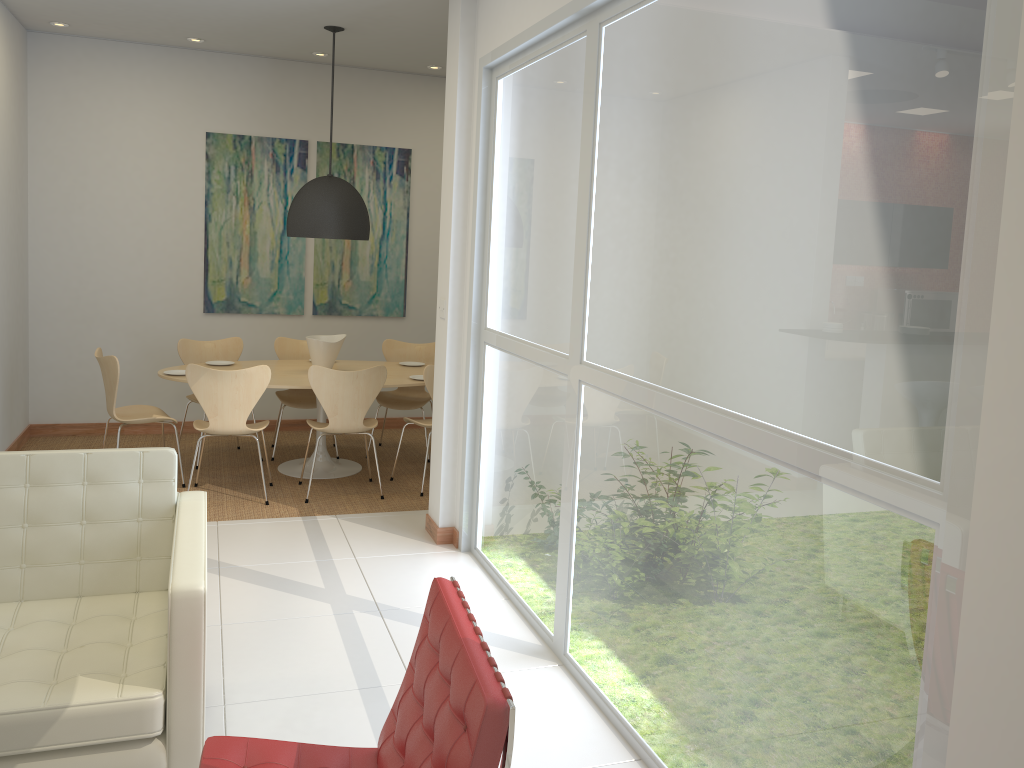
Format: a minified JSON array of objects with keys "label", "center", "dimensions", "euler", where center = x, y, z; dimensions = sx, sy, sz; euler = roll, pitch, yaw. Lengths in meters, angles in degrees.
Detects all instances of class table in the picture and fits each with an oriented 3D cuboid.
[{"label":"table","center":[-1.422,0.269,6.583],"dimensions":[2.261,0.725,1.289],"euler":[0,9,-18]}]

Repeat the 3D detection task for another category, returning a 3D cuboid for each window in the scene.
[{"label":"window","center":[0.372,-0.126,3.297],"dimensions":[0.121,2.697,3.457],"euler":[1,8,-19]}]

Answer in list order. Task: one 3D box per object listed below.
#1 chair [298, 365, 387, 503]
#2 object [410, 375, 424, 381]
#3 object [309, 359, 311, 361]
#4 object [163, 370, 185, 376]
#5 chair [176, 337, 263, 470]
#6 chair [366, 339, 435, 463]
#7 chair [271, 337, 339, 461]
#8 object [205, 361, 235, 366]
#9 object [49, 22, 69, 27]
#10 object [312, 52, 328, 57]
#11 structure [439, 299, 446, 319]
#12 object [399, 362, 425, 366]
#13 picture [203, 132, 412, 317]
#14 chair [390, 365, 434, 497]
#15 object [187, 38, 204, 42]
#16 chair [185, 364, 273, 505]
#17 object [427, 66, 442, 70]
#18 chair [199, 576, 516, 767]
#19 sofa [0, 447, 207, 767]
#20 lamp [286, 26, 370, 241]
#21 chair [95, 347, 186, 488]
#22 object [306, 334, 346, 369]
[{"label":"chair","center":[-1.140,0.293,5.964],"dimensions":[0.521,0.901,0.519],"euler":[1,7,-19]},{"label":"object","center":[-0.640,-0.042,6.426],"dimensions":[0.211,0.015,0.211],"euler":[9,11,35]},{"label":"object","center":[-1.509,-0.184,7.056],"dimensions":[0.210,0.015,0.212],"euler":[3,9,-2]},{"label":"object","center":[-2.298,-0.075,6.122],"dimensions":[0.210,0.015,0.212],"euler":[3,9,3]},{"label":"chair","center":[-2.229,0.121,6.725],"dimensions":[0.522,0.901,0.518],"euler":[-3,8,-40]},{"label":"chair","center":[-0.854,0.117,7.172],"dimensions":[0.521,0.901,0.519],"euler":[3,6,5]},{"label":"chair","center":[-1.634,0.102,7.029],"dimensions":[0.521,0.901,0.519],"euler":[1,7,-15]},{"label":"object","center":[-2.194,-0.154,6.653],"dimensions":[0.210,0.015,0.212],"euler":[3,9,3]},{"label":"object","center":[-3.372,-2.678,6.593],"dimensions":[0.129,0.010,0.130],"euler":[7,10,25]},{"label":"object","center":[-1.565,-2.688,7.222],"dimensions":[0.129,0.010,0.130],"euler":[7,10,25]},{"label":"structure","center":[-0.398,-0.430,5.039],"dimensions":[0.013,0.104,0.115],"euler":[1,8,-19]},{"label":"object","center":[-0.803,-0.158,7.111],"dimensions":[0.210,0.015,0.211],"euler":[-5,12,-41]},{"label":"picture","center":[-1.751,-1.347,7.683],"dimensions":[1.738,1.498,0.020],"euler":[0,6,-19]},{"label":"chair","center":[-0.503,0.275,6.276],"dimensions":[0.522,0.901,0.518],"euler":[-2,8,-36]},{"label":"object","center":[-2.468,-2.683,6.907],"dimensions":[0.129,0.010,0.130],"euler":[7,10,25]},{"label":"chair","center":[-1.826,0.293,5.755],"dimensions":[0.521,0.901,0.519],"euler":[1,7,-12]},{"label":"object","center":[-0.661,-2.693,7.536],"dimensions":[0.129,0.010,0.130],"euler":[7,10,25]},{"label":"chair","center":[-0.389,0.980,2.077],"dimensions":[0.706,0.812,0.705],"euler":[1,7,-14]},{"label":"sofa","center":[-2.231,0.760,2.530],"dimensions":[2.564,0.917,1.008],"euler":[0,8,-19]},{"label":"lamp","center":[-1.301,-1.796,6.374],"dimensions":[0.594,1.485,0.598],"euler":[1,6,-17]},{"label":"chair","center":[-2.528,0.225,5.970],"dimensions":[0.516,0.901,0.524],"euler":[-2,8,-35]},{"label":"object","center":[-1.383,-0.226,6.523],"dimensions":[0.271,0.278,0.262],"euler":[5,7,16]}]
